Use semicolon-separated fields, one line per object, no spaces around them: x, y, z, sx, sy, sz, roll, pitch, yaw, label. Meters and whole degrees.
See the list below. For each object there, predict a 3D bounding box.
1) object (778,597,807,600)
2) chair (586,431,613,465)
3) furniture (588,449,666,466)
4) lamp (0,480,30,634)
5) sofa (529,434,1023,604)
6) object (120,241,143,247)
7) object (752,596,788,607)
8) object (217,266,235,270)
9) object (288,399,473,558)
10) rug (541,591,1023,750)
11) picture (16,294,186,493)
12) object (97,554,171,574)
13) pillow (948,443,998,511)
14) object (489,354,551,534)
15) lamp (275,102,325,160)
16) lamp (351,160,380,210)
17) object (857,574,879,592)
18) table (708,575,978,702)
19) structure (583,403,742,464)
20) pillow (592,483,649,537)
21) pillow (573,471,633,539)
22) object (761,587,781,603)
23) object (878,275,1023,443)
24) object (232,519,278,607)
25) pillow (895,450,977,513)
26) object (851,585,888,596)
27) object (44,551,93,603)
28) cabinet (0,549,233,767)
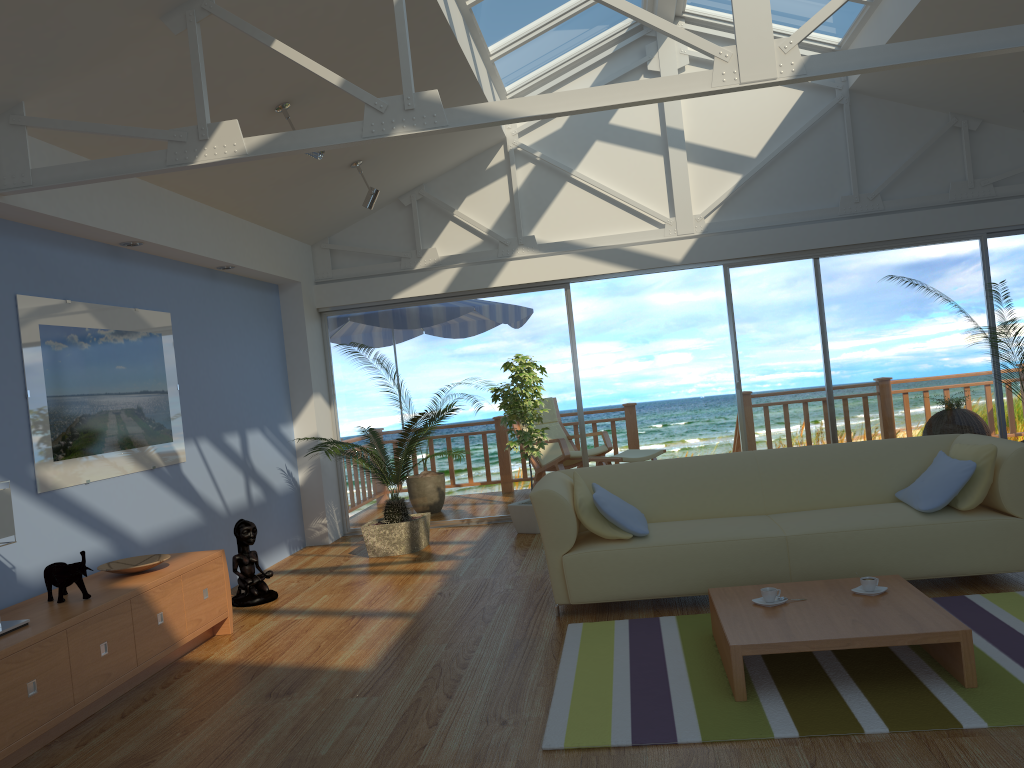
1.118;0.856;3.538;0.119;0.021;0.025;-6;0;-2;object
0.486;0.625;8.852;0.632;0.982;0.859;-6;0;-38;chair
1.064;0.846;8.143;0.619;0.427;0.449;-6;0;-38;furniture
-2.019;0.642;3.367;0.200;0.596;0.200;-6;0;7;lamp
1.366;0.687;4.697;2.448;0.597;0.950;-6;0;7;sofa
-2.154;-0.809;5.017;0.122;0.050;0.122;-6;0;-10;object
1.032;0.870;3.549;0.118;0.016;0.118;-6;0;-27;object
-2.006;-0.831;6.207;0.122;0.050;0.122;-6;0;-10;object
-0.994;0.736;6.799;1.413;1.093;1.488;-6;0;-10;object
1.221;1.064;3.442;2.100;0.018;1.400;-6;0;7;rug
-2.182;0.034;4.855;0.005;0.937;1.419;-6;0;7;picture
-1.863;0.903;4.382;0.337;0.053;0.337;-6;0;8;object
2.231;0.442;4.438;0.201;0.311;0.559;-6;0;7;pillow
0.141;0.456;6.961;0.495;1.409;0.699;-6;0;-20;object
-1.199;-1.425;5.024;0.254;0.327;0.118;-6;0;-10;lamp
-1.054;-1.435;6.412;0.194;0.353;0.125;-6;0;-10;lamp
1.437;0.789;3.556;0.086;0.077;0.062;-6;0;-23;object
1.210;0.957;3.426;0.800;0.198;0.800;-6;0;7;table
1.953;1.019;9.518;6.950;2.064;4.086;-6;0;7;structure
0.568;0.654;4.664;0.272;0.244;0.566;-6;0;5;pillow
0.469;0.627;4.668;0.275;0.312;0.571;-6;0;4;pillow
1.035;0.846;3.554;0.062;0.049;0.078;-6;0;43;object
3.695;-0.060;6.199;1.706;1.695;1.563;-6;0;-2;object
-1.635;1.100;5.541;0.292;0.517;0.291;-6;0;42;object
2.113;0.491;4.465;0.272;0.244;0.566;-6;0;10;pillow
1.432;0.828;3.552;0.118;0.016;0.118;-6;0;-38;object
-1.924;0.827;3.841;0.143;0.222;0.379;-6;0;-40;object
-1.899;1.161;3.919;0.500;0.468;1.911;-6;0;7;cabinet
